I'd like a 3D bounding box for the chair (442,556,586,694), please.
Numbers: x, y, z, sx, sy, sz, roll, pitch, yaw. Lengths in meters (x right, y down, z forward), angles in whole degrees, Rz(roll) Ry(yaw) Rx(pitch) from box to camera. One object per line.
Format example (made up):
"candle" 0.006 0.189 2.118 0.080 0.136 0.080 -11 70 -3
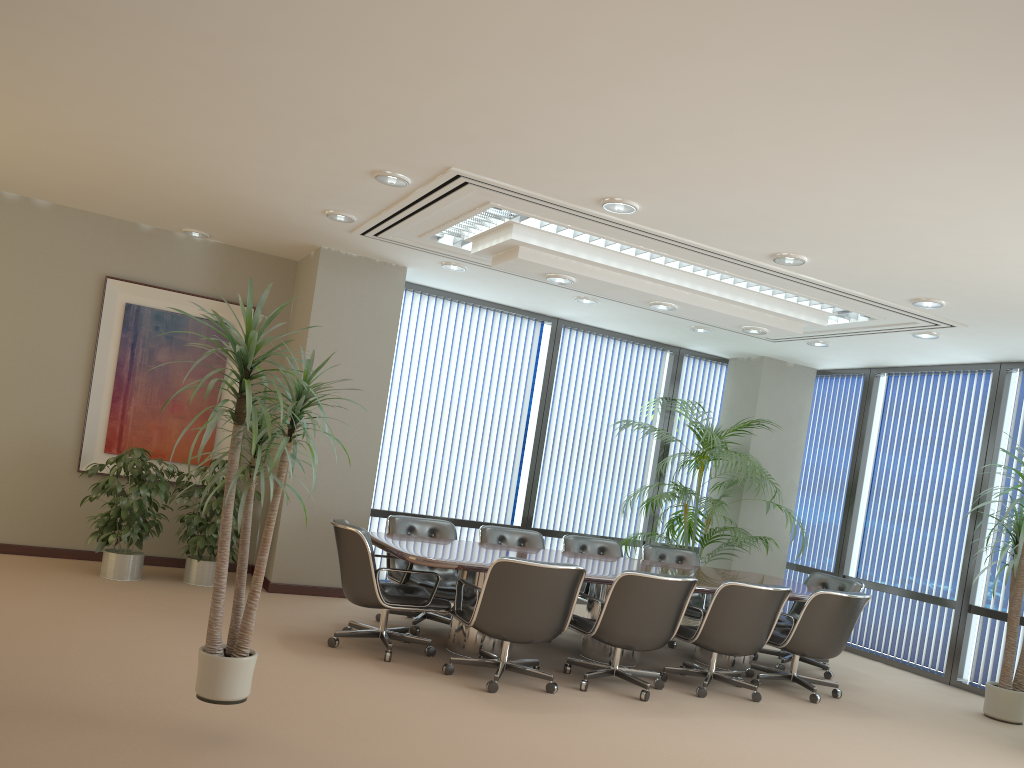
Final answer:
"chair" -0.006 1.530 5.786 0.757 0.858 0.854 9 -2 -22

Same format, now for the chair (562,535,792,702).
"chair" 1.193 1.848 7.254 0.763 0.856 2.519 10 -4 -25

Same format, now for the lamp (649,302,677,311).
"lamp" 1.201 -0.612 7.015 0.225 0.035 0.226 9 -5 -1

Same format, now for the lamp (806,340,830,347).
"lamp" 2.975 -0.388 8.575 0.226 0.035 0.225 10 -5 -15

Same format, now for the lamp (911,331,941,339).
"lamp" 3.504 -0.408 7.469 0.227 0.035 0.224 12 -6 -36

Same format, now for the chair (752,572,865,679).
"chair" 2.637 2.129 7.915 0.858 0.859 0.755 10 -2 -25

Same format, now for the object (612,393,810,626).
"object" 1.993 1.345 9.435 2.169 2.479 2.089 9 -2 -5

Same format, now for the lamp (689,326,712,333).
"lamp" 1.880 -0.536 8.782 0.225 0.035 0.226 9 -5 -1

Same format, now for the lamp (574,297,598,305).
"lamp" 0.690 -0.771 8.197 0.225 0.035 0.226 9 -5 -1

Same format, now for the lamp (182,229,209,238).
"lamp" -2.823 -1.338 7.868 0.226 0.035 0.225 10 -5 -15

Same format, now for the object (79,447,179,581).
"object" -3.158 1.074 7.348 0.742 1.093 0.792 10 -2 -44

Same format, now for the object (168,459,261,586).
"object" -2.621 1.187 7.683 0.735 1.093 0.800 9 -1 6

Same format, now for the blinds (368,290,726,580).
"blinds" 0.759 0.903 9.801 4.927 2.910 0.031 10 0 -26

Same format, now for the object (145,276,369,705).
"object" -1.177 0.492 3.897 0.799 1.833 0.824 9 0 40

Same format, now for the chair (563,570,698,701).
"chair" 0.797 1.685 6.131 0.764 0.858 0.849 10 -2 -25

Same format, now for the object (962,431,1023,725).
"object" 4.081 1.535 6.982 1.009 2.314 1.040 9 0 40

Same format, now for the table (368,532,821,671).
"table" 0.837 1.831 7.071 4.096 0.749 1.501 11 -5 -26

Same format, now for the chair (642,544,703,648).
"chair" 1.605 2.010 8.340 0.763 0.858 0.850 9 -2 -20

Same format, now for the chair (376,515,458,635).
"chair" -0.662 1.562 7.229 0.764 0.858 0.848 10 -2 -30

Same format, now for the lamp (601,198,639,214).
"lamp" 0.639 -1.050 5.232 0.227 0.035 0.224 12 -6 -36

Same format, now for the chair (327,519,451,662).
"chair" -0.898 1.430 6.179 0.858 0.859 0.755 10 -2 -25

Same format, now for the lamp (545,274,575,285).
"lamp" 0.360 -0.778 6.602 0.225 0.035 0.225 9 -5 -8

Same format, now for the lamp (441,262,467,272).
"lamp" -0.500 -1.006 7.613 0.225 0.035 0.225 9 -5 -8

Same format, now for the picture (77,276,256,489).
"picture" -3.122 0.027 8.037 1.304 1.747 0.058 9 0 -26

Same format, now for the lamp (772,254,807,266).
"lamp" 1.828 -0.815 5.817 0.225 0.035 0.226 9 -5 -1

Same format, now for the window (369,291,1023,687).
"window" 2.543 1.127 9.197 7.337 2.912 3.557 7 -3 20

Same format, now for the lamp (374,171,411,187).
"lamp" -0.733 -1.245 5.388 0.226 0.035 0.224 11 -5 -22

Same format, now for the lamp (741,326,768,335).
"lamp" 2.042 -0.446 7.428 0.225 0.035 0.226 9 -5 -1

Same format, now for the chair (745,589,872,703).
"chair" 2.269 1.979 6.898 0.740 0.858 0.848 10 -2 -30

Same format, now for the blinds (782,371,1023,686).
"blinds" 4.256 1.323 8.555 0.051 2.904 4.911 8 -3 -25

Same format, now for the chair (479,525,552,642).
"chair" 0.077 1.712 7.636 0.764 0.858 0.849 10 -2 -25

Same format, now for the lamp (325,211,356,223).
"lamp" -1.262 -1.225 6.494 0.225 0.035 0.225 9 -5 -8

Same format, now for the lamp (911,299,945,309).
"lamp" 3.018 -0.580 6.401 0.225 0.035 0.226 9 -5 -1
